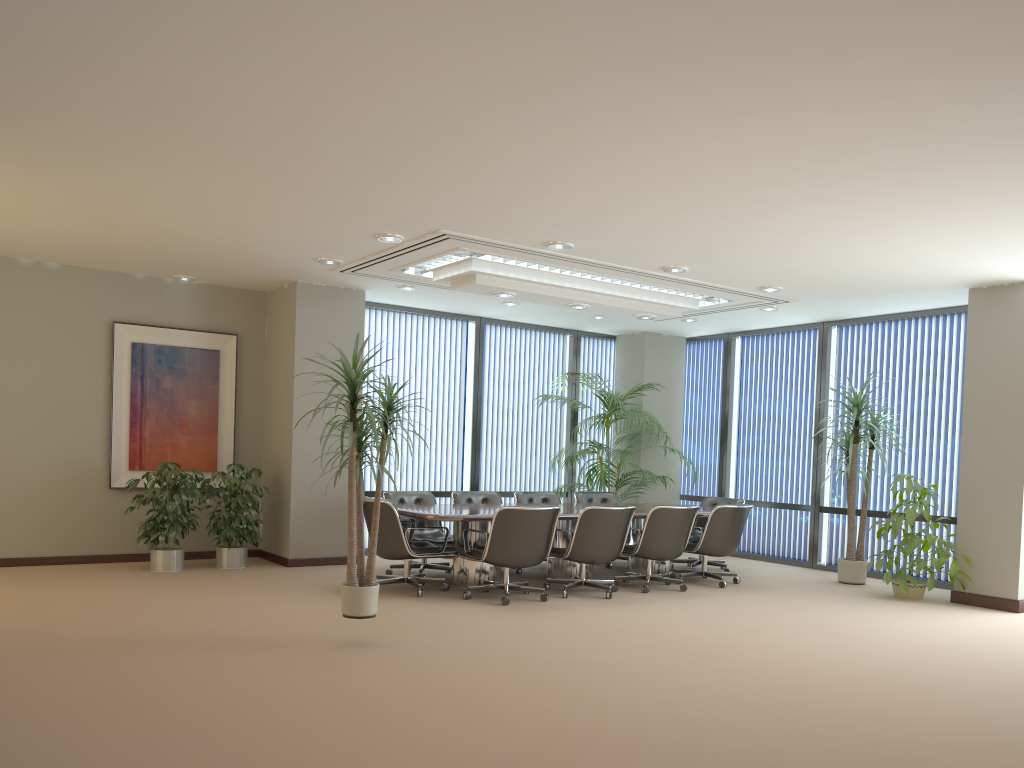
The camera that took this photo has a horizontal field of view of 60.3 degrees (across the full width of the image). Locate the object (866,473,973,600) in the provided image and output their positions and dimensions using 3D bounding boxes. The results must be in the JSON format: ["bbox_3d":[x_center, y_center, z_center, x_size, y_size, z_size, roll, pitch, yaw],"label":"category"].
[{"bbox_3d":[4.028,1.553,8.747,0.978,1.315,0.857,2,0,26],"label":"object"}]

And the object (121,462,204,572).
[{"bbox_3d":[-3.439,1.332,8.894,0.796,1.095,0.737,2,0,37],"label":"object"}]

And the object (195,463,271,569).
[{"bbox_3d":[-2.955,1.381,9.309,0.736,1.095,0.798,2,0,-3],"label":"object"}]

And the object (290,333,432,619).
[{"bbox_3d":[-0.989,0.617,5.776,0.804,1.836,0.817,2,1,31],"label":"object"}]

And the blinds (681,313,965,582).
[{"bbox_3d":[3.663,0.778,11.209,0.051,2.910,4.926,1,-2,-35],"label":"blinds"}]

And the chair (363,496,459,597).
[{"bbox_3d":[-0.986,1.474,8.099,0.854,0.860,0.758,3,-1,-35],"label":"chair"}]

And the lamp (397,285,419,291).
[{"bbox_3d":[-1.118,-1.026,9.476,0.225,0.035,0.225,3,-4,-17],"label":"lamp"}]

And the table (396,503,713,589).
[{"bbox_3d":[0.614,1.673,9.253,4.078,0.750,1.506,5,-4,-35],"label":"table"}]

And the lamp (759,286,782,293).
[{"bbox_3d":[2.586,-0.944,8.830,0.225,0.035,0.225,3,-4,-10],"label":"lamp"}]

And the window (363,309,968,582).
[{"bbox_3d":[1.852,0.749,11.575,7.366,2.917,3.538,1,-2,11],"label":"window"}]

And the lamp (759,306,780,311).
[{"bbox_3d":[2.905,-0.846,9.961,0.225,0.035,0.226,-2,-6,45],"label":"lamp"}]

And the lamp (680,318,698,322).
[{"bbox_3d":[2.204,-0.794,10.970,0.225,0.035,0.225,4,-5,-24],"label":"lamp"}]

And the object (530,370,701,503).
[{"bbox_3d":[1.298,1.018,11.734,2.168,2.482,2.087,2,-1,-14],"label":"object"}]

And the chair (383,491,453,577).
[{"bbox_3d":[-0.914,1.559,9.172,0.760,0.860,0.851,3,-2,-40],"label":"chair"}]

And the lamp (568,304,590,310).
[{"bbox_3d":[0.697,-0.798,9.159,0.225,0.035,0.225,3,-4,-10],"label":"lamp"}]

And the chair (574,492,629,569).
[{"bbox_3d":[1.178,1.744,10.624,0.760,0.860,0.851,3,-1,-30],"label":"chair"}]

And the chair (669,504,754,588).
[{"bbox_3d":[2.066,1.675,9.304,0.736,0.860,0.851,3,-1,-40],"label":"chair"}]

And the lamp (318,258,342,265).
[{"bbox_3d":[-1.704,-1.140,8.252,0.225,0.035,0.225,3,-4,-17],"label":"lamp"}]

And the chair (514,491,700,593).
[{"bbox_3d":[0.935,1.649,9.488,0.760,0.858,2.526,3,-3,-35],"label":"chair"}]

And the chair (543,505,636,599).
[{"bbox_3d":[0.715,1.551,8.316,0.760,0.860,0.851,3,-1,-35],"label":"chair"}]

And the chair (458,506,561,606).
[{"bbox_3d":[-0.033,1.489,7.850,0.754,0.860,0.856,3,-1,-31],"label":"chair"}]

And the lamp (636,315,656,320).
[{"bbox_3d":[1.473,-0.729,9.699,0.225,0.035,0.225,3,-4,-10],"label":"lamp"}]

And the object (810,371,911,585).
[{"bbox_3d":[3.778,1.040,9.643,1.015,2.318,1.032,2,1,31],"label":"object"}]

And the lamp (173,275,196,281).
[{"bbox_3d":[-3.478,-1.118,9.364,0.225,0.035,0.225,4,-5,-24],"label":"lamp"}]

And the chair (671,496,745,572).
[{"bbox_3d":[2.274,1.763,10.366,0.854,0.860,0.758,3,-1,-35],"label":"chair"}]

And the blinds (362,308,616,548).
[{"bbox_3d":[-0.024,0.699,11.891,4.905,2.913,0.031,4,0,-35],"label":"blinds"}]

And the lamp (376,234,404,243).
[{"bbox_3d":[-1.004,-1.193,7.243,0.225,0.035,0.225,5,-5,-31],"label":"lamp"}]

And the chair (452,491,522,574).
[{"bbox_3d":[-0.239,1.622,9.690,0.760,0.860,0.851,3,-1,-35],"label":"chair"}]

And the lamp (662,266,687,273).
[{"bbox_3d":[1.489,-1.041,8.067,0.225,0.035,0.225,3,-4,-10],"label":"lamp"}]

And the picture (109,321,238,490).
[{"bbox_3d":[-3.641,0.270,9.537,1.298,1.750,0.058,2,1,-35],"label":"picture"}]

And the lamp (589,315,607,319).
[{"bbox_3d":[1.077,-0.831,11.002,0.225,0.035,0.225,3,-4,-10],"label":"lamp"}]

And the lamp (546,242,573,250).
[{"bbox_3d":[0.391,-1.138,7.304,0.225,0.035,0.226,-2,-6,45],"label":"lamp"}]

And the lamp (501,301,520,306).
[{"bbox_3d":[-0.020,-0.928,10.239,0.225,0.035,0.225,3,-4,-10],"label":"lamp"}]

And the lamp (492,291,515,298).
[{"bbox_3d":[-0.078,-0.867,8.620,0.225,0.035,0.225,3,-4,-17],"label":"lamp"}]
